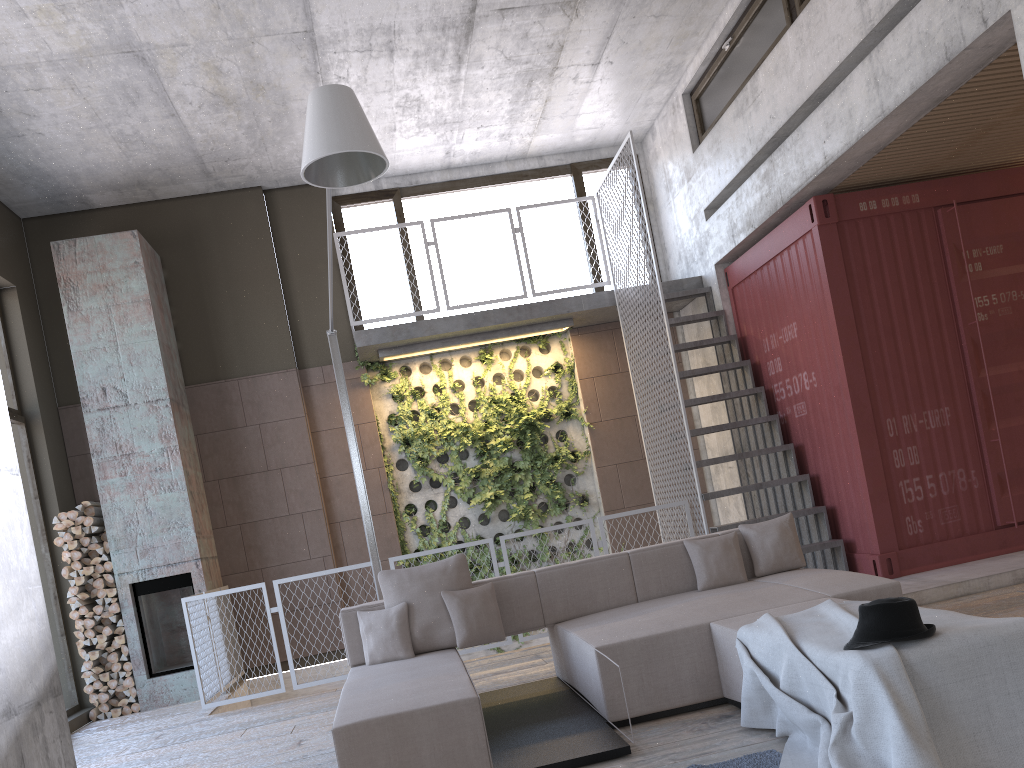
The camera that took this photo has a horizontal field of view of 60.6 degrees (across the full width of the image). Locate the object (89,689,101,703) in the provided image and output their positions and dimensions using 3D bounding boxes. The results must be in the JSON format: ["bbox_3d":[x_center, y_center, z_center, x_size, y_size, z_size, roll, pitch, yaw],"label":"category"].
[{"bbox_3d":[-3.974,2.998,8.457,0.100,0.102,0.296,-10,-7,-8],"label":"object"}]

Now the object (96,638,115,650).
[{"bbox_3d":[-3.899,2.507,8.482,0.114,0.079,0.441,-10,-8,-10],"label":"object"}]

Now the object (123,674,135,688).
[{"bbox_3d":[-3.643,2.842,8.419,0.100,0.102,0.297,-10,-7,-10],"label":"object"}]

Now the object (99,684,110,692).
[{"bbox_3d":[-3.887,2.914,8.457,0.088,0.056,0.337,-10,-8,-10],"label":"object"}]

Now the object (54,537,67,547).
[{"bbox_3d":[-4.275,1.516,8.429,0.091,0.091,0.443,-10,-8,-10],"label":"object"}]

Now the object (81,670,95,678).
[{"bbox_3d":[-4.036,2.775,8.462,0.121,0.067,0.369,-10,-8,-10],"label":"object"}]

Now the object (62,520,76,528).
[{"bbox_3d":[-4.194,1.348,8.435,0.112,0.079,0.441,-10,-8,-10],"label":"object"}]

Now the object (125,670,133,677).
[{"bbox_3d":[-3.650,2.767,8.420,0.062,0.047,0.254,-10,-8,-10],"label":"object"}]

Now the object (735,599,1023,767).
[{"bbox_3d":[1.395,1.148,3.342,1.049,0.499,1.604,-12,-8,10],"label":"object"}]

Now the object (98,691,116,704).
[{"bbox_3d":[-3.874,2.984,8.426,0.098,0.106,0.298,-10,-7,-8],"label":"object"}]

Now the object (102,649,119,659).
[{"bbox_3d":[-3.881,2.599,8.491,0.064,0.074,0.364,-10,-8,-7],"label":"object"}]

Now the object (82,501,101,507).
[{"bbox_3d":[-4.077,1.170,8.514,0.087,0.055,0.337,-10,-8,-10],"label":"object"}]

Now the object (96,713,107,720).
[{"bbox_3d":[-3.914,3.181,8.485,0.067,0.066,0.428,-10,-8,-10],"label":"object"}]

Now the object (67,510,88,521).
[{"bbox_3d":[-4.155,1.266,8.397,0.103,0.102,0.296,-10,-7,-10],"label":"object"}]

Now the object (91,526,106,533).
[{"bbox_3d":[-3.966,1.403,8.486,0.066,0.067,0.429,-10,-8,-10],"label":"object"}]

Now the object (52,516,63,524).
[{"bbox_3d":[-4.310,1.310,8.431,0.067,0.068,0.429,-10,-8,-10],"label":"object"}]

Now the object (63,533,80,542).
[{"bbox_3d":[-4.194,1.476,8.437,0.090,0.088,0.462,-10,-8,-10],"label":"object"}]

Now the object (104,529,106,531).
[{"bbox_3d":[-3.931,1.423,8.599,0.064,0.048,0.254,-10,-8,-8],"label":"object"}]

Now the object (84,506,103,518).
[{"bbox_3d":[-4.065,1.251,8.545,0.099,0.107,0.298,-10,-7,-8],"label":"object"}]

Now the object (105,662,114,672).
[{"bbox_3d":[-3.853,2.723,8.536,0.101,0.086,0.367,-10,-8,-8],"label":"object"}]

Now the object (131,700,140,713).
[{"bbox_3d":[-3.600,3.112,8.540,0.091,0.091,0.443,-10,-8,-10],"label":"object"}]

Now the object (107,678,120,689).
[{"bbox_3d":[-3.801,2.872,8.489,0.090,0.088,0.462,-10,-8,-11],"label":"object"}]

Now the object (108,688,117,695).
[{"bbox_3d":[-3.824,2.947,8.490,0.064,0.074,0.364,-10,-8,-11],"label":"object"}]

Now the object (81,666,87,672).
[{"bbox_3d":[-4.062,2.714,8.488,0.067,0.070,0.429,-10,-8,-8],"label":"object"}]

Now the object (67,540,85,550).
[{"bbox_3d":[-4.148,1.548,8.447,0.093,0.083,0.486,-10,-8,-10],"label":"object"}]

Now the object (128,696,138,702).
[{"bbox_3d":[-3.642,3.027,8.527,0.071,0.072,0.428,-10,-8,-10],"label":"object"}]

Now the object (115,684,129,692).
[{"bbox_3d":[-3.727,2.917,8.499,0.121,0.067,0.368,-10,-8,-8],"label":"object"}]

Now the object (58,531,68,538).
[{"bbox_3d":[-4.265,1.448,8.449,0.066,0.086,0.431,-10,-8,-11],"label":"object"}]

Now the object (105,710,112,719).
[{"bbox_3d":[-3.835,3.169,8.495,0.067,0.066,0.428,-10,-8,-10],"label":"object"}]

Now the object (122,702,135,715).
[{"bbox_3d":[-3.684,3.135,8.533,0.090,0.088,0.461,-10,-8,-10],"label":"object"}]

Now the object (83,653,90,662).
[{"bbox_3d":[-4.019,2.609,8.442,0.067,0.066,0.428,-10,-8,-10],"label":"object"}]

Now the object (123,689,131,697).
[{"bbox_3d":[-3.681,2.977,8.516,0.066,0.084,0.431,-10,-8,-11],"label":"object"}]

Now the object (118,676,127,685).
[{"bbox_3d":[-3.739,2.856,8.527,0.067,0.070,0.429,-10,-8,-10],"label":"object"}]

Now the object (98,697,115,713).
[{"bbox_3d":[-3.887,3.098,8.497,0.092,0.092,0.443,-10,-8,-10],"label":"object"}]

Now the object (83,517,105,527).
[{"bbox_3d":[-4.019,1.332,8.474,0.093,0.092,0.443,-10,-8,-10],"label":"object"}]

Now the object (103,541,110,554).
[{"bbox_3d":[-3.882,1.585,8.529,0.063,0.125,0.369,-11,-7,-10],"label":"object"}]

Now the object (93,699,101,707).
[{"bbox_3d":[-3.936,3.028,8.376,0.045,0.072,0.254,-10,-8,-10],"label":"object"}]

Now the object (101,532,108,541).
[{"bbox_3d":[-3.928,1.498,8.597,0.099,0.101,0.296,-10,-7,-8],"label":"object"}]

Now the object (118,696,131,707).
[{"bbox_3d":[-3.715,3.067,8.536,0.114,0.079,0.441,-10,-8,-10],"label":"object"}]

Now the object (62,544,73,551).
[{"bbox_3d":[-4.220,1.571,8.439,0.067,0.066,0.428,-10,-8,-10],"label":"object"}]

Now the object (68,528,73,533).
[{"bbox_3d":[-4.224,1.424,8.540,0.071,0.071,0.429,-10,-8,-10],"label":"object"}]

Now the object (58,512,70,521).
[{"bbox_3d":[-4.256,1.290,8.468,0.090,0.089,0.462,-10,-8,-11],"label":"object"}]

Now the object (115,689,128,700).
[{"bbox_3d":[-3.776,3.014,8.574,0.103,0.101,0.296,-10,-7,-10],"label":"object"}]

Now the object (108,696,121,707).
[{"bbox_3d":[-3.818,3.074,8.533,0.101,0.086,0.368,-10,-8,-10],"label":"object"}]

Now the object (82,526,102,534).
[{"bbox_3d":[-4.044,1.418,8.475,0.067,0.066,0.429,-10,-8,-10],"label":"object"}]

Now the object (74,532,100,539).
[{"bbox_3d":[-4.100,1.470,8.479,0.114,0.079,0.441,-10,-8,-10],"label":"object"}]

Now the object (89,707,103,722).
[{"bbox_3d":[-3.978,3.158,8.440,0.063,0.124,0.369,-11,-7,-11],"label":"object"}]

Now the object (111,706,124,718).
[{"bbox_3d":[-3.763,3.146,8.503,0.093,0.083,0.486,-10,-8,-10],"label":"object"}]

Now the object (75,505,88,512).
[{"bbox_3d":[-4.127,1.213,8.481,0.065,0.072,0.364,-10,-8,-11],"label":"object"}]

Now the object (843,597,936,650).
[{"bbox_3d":[1.352,0.859,3.171,0.299,0.168,0.304,-9,-7,-21],"label":"object"}]

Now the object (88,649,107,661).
[{"bbox_3d":[-3.947,2.586,8.449,0.093,0.083,0.486,-10,-8,-10],"label":"object"}]
